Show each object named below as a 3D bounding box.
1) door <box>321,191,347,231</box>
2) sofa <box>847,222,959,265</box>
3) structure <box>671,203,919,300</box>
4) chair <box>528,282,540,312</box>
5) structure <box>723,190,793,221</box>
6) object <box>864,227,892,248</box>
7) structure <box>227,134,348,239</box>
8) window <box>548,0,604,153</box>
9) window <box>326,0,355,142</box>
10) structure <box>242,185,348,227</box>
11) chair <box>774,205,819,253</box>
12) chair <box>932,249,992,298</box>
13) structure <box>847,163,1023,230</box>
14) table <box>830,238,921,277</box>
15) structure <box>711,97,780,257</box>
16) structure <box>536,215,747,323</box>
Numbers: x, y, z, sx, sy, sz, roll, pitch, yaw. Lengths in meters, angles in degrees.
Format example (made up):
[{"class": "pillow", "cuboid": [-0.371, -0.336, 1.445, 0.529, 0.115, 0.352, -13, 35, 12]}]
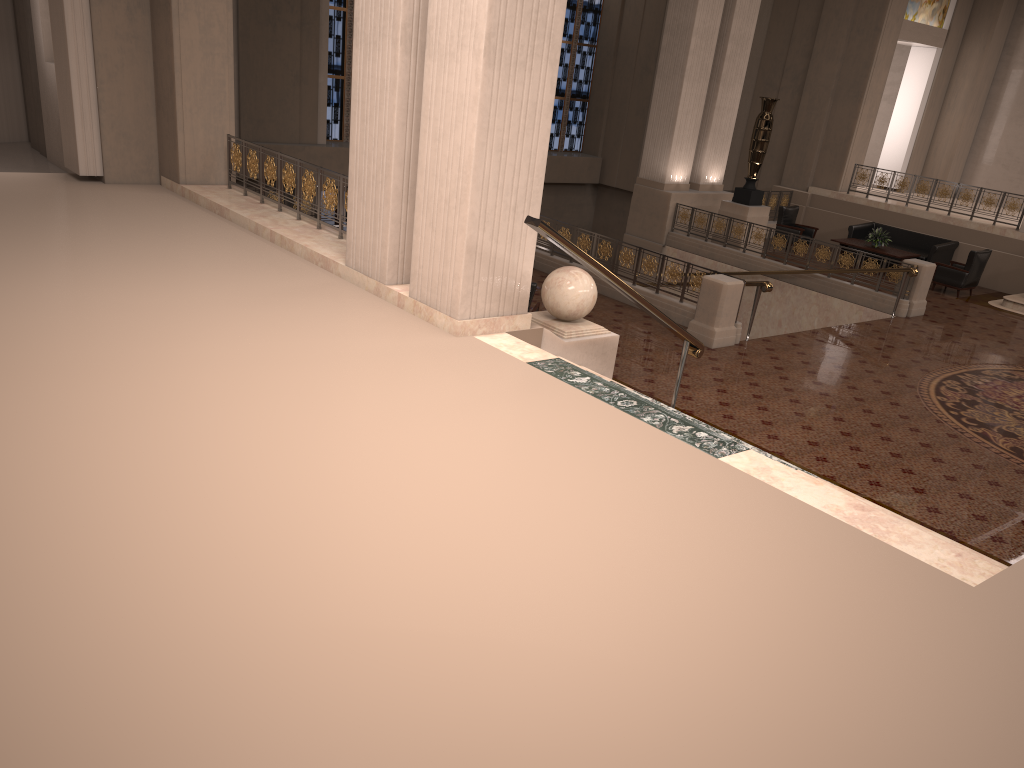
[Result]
[{"class": "door", "cuboid": [-4.119, -3.210, 20.665, 1.473, 2.846, 0.150, -12, 31, -36]}, {"class": "sofa", "cuboid": [7.738, -2.695, 17.664, 0.864, 0.739, 1.865, -12, 28, -39]}, {"class": "structure", "cuboid": [4.635, -2.375, 15.237, 0.078, 0.562, 4.792, -14, 30, -39]}, {"class": "chair", "cuboid": [-0.052, -0.797, 9.711, 0.646, 0.882, 0.689, 11, 23, 8]}, {"class": "structure", "cuboid": [5.238, -3.828, 18.979, 2.506, 0.683, 0.031, -9, 29, -38]}, {"class": "object", "cuboid": [7.059, -2.830, 16.970, 0.502, 0.393, 0.502, 4, 22, -9]}, {"class": "structure", "cuboid": [-2.270, -2.066, 9.386, 0.031, 0.653, 3.584, -14, 29, -38]}, {"class": "window", "cuboid": [1.105, -8.833, 22.655, 2.951, 5.598, 0.067, -12, 31, -36]}, {"class": "window", "cuboid": [-2.979, -8.170, 19.472, 2.951, 5.598, 0.067, -12, 31, -36]}, {"class": "structure", "cuboid": [-2.842, -2.517, 12.683, 2.506, 0.683, 0.031, -9, 29, -37]}, {"class": "chair", "cuboid": [5.806, -3.173, 18.061, 0.637, 0.882, 0.698, -16, 32, -42]}, {"class": "chair", "cuboid": [8.065, -2.047, 15.860, 0.640, 0.882, 0.696, -12, 30, -38]}, {"class": "structure", "cuboid": [8.450, -3.806, 17.741, 0.031, 0.653, 3.584, -14, 29, -38]}, {"class": "table", "cuboid": [7.014, -2.453, 17.167, 0.829, 0.455, 1.431, -11, 28, -39]}, {"class": "structure", "cuboid": [4.449, -3.800, 16.355, 0.691, 2.913, 0.679, -13, 31, -37]}, {"class": "structure", "cuboid": [1.361, -1.844, 12.685, 0.078, 0.562, 4.788, -14, 29, -38]}]
